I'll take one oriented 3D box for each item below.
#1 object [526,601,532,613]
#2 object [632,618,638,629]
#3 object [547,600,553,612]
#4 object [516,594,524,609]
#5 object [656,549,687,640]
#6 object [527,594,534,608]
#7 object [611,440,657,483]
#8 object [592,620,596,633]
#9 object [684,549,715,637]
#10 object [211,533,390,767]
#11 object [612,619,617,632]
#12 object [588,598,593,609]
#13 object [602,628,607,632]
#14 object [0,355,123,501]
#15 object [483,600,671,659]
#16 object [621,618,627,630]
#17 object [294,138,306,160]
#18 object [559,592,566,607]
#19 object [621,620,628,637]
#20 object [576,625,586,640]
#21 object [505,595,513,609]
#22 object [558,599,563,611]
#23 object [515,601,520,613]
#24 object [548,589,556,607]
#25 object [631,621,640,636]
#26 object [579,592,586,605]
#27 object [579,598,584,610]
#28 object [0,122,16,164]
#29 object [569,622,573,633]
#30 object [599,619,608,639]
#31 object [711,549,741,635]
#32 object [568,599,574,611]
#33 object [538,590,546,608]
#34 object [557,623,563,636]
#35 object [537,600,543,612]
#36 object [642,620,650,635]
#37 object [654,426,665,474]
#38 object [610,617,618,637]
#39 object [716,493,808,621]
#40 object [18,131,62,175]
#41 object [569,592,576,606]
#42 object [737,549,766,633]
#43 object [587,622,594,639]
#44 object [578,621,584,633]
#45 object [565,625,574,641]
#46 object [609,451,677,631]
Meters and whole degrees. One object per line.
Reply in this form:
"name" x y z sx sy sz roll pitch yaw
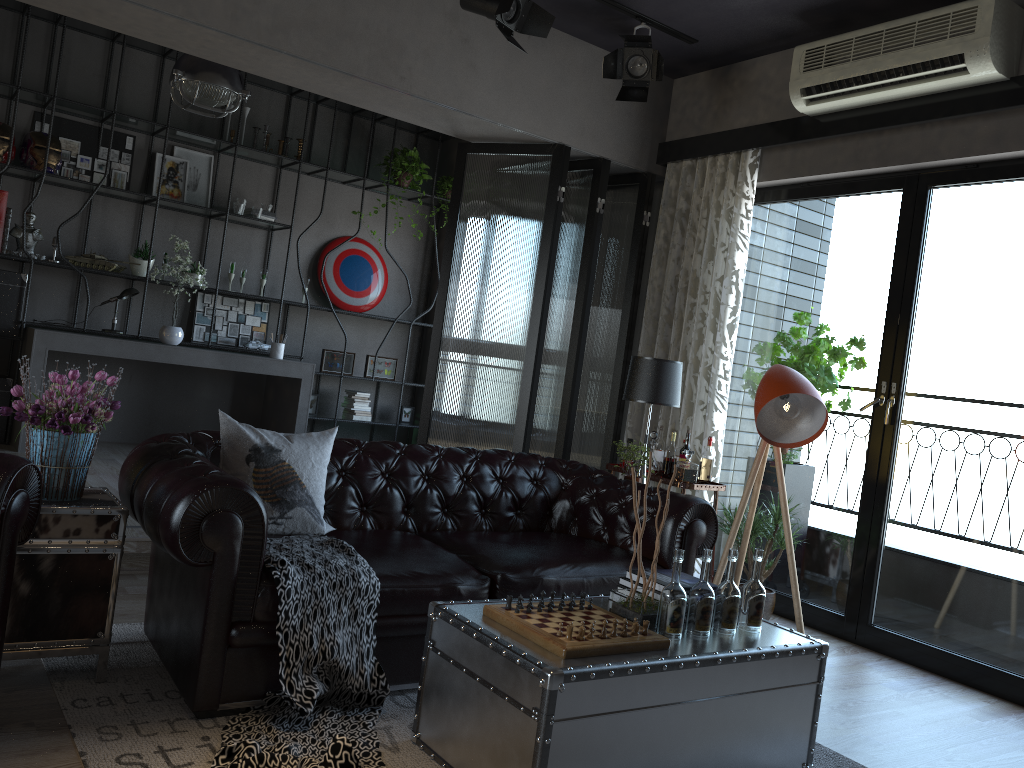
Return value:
"object" 0.056 0.711 2.835 0.017 0.037 0.017 8 0 -29
"object" 0.390 0.758 2.808 0.017 0.037 0.017 8 0 -42
"object" 0.126 0.720 2.885 0.017 0.037 0.017 8 0 -29
"object" 0.029 0.703 2.868 0.026 0.044 0.026 8 0 10
"object" 0.532 0.688 2.908 0.088 0.290 0.084 8 0 -30
"object" 0.062 0.706 2.894 0.022 0.047 0.022 8 0 10
"object" 0.672 0.492 5.015 0.270 0.363 0.297 8 0 10
"object" 0.248 0.740 2.706 0.017 0.037 0.017 8 0 -42
"object" 0.641 0.702 2.986 0.088 0.290 0.084 8 0 -30
"object" -0.611 0.884 2.799 0.562 0.569 1.700 8 1 -15
"object" 0.320 0.749 2.756 0.017 0.037 0.017 8 0 -42
"object" 0.264 0.738 2.984 0.017 0.037 0.017 8 0 -16
"object" 0.286 0.745 2.731 0.017 0.037 0.017 8 0 -42
"object" -1.559 0.151 3.078 0.349 0.484 0.352 8 0 -5
"object" 0.200 0.768 2.807 0.429 0.036 0.429 7 1 -35
"object" 0.353 0.753 2.781 0.017 0.037 0.017 8 0 -42
"object" -1.875 -2.063 7.837 0.130 0.232 0.130 8 0 32
"object" 0.172 0.720 2.972 0.022 0.047 0.022 8 0 10
"object" 0.347 0.748 2.721 0.022 0.047 0.022 8 0 -3
"object" 0.205 0.732 2.620 0.026 0.044 0.026 8 0 10
"object" -0.009 0.700 2.845 0.019 0.040 0.019 8 0 29
"object" 0.161 0.724 2.912 0.017 0.037 0.017 8 0 -29
"object" 0.018 0.706 2.810 0.017 0.037 0.017 8 0 36
"object" 0.134 0.709 2.946 0.025 0.058 0.025 8 0 -42
"object" 0.383 0.754 2.746 0.026 0.044 0.026 8 0 10
"object" 0.241 0.732 3.024 0.019 0.040 0.019 8 0 29
"object" 0.234 0.734 2.960 0.017 0.037 0.017 8 0 -29
"object" -3.816 -1.781 6.541 0.280 0.327 0.400 8 0 -30
"object" 0.175 0.730 2.657 0.017 0.037 0.017 8 0 -42
"object" 0.278 0.735 2.669 0.025 0.055 0.024 8 0 10
"object" 0.747 0.715 3.061 0.088 0.290 0.084 8 0 -30
"object" 0.197 0.729 2.933 0.017 0.037 0.017 8 0 -29
"object" 0.100 0.706 2.921 0.025 0.055 0.024 8 0 10
"object" 0.143 0.726 2.632 0.017 0.037 0.017 8 0 -42
"object" 0.091 0.715 2.861 0.017 0.037 0.017 8 0 -29
"object" 0.418 0.760 2.771 0.019 0.040 0.019 8 0 -31
"object" 0.972 0.435 5.872 0.073 0.320 0.073 8 0 -45
"object" 0.313 0.738 2.696 0.025 0.058 0.025 8 0 10
"object" 1.345 0.957 4.992 0.577 0.825 0.621 8 0 4
"object" -3.558 -1.748 6.724 0.400 0.327 0.280 8 1 45
"object" 0.207 0.726 2.996 0.026 0.044 0.026 8 0 10
"object" 0.856 0.729 3.139 0.088 0.290 0.084 8 0 -30
"object" 0.236 0.734 2.643 0.022 0.047 0.022 8 0 -3
"object" 0.211 0.735 2.682 0.017 0.037 0.017 8 0 -42
"object" 0.168 0.729 2.595 0.019 0.040 0.019 8 0 -31
"object" 0.468 0.525 3.030 0.156 0.583 0.185 8 0 -35
